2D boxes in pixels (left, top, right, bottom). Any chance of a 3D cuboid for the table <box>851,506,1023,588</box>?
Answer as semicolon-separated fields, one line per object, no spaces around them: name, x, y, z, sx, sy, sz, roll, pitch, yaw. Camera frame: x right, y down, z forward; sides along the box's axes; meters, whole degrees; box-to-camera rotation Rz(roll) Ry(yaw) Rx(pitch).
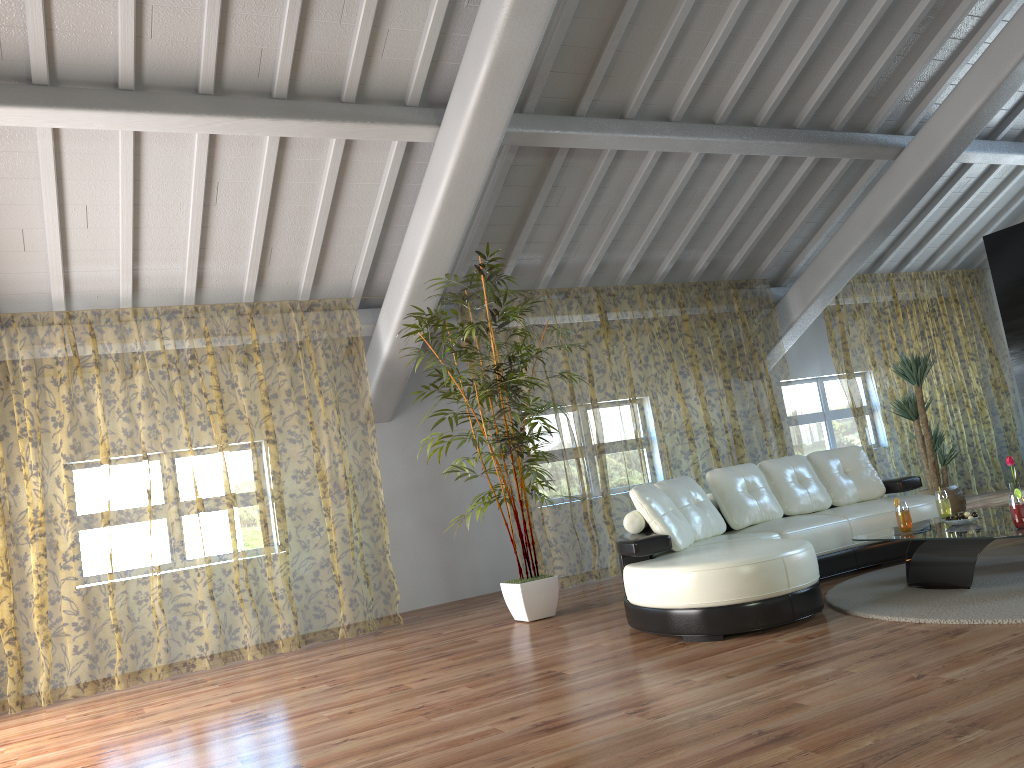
table;2.643;0.863;4.716;1.201;0.290;1.201;-6;-7;-24

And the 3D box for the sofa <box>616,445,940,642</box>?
sofa;1.674;0.893;5.673;1.359;0.805;3.047;-15;-9;41

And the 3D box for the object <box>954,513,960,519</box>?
object;2.412;0.719;4.809;0.030;0.034;0.030;-2;-10;-46

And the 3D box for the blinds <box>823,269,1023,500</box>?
blinds;4.581;0.010;9.741;2.780;2.546;0.306;-6;-8;-27

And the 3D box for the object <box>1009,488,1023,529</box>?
object;2.434;0.598;4.265;0.075;0.192;0.081;-14;-9;38

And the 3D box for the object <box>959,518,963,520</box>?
object;2.432;0.742;4.803;0.031;0.030;0.032;-5;-8;-29

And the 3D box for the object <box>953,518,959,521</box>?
object;2.402;0.741;4.790;0.032;0.031;0.031;-15;-9;39

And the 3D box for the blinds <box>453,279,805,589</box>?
blinds;1.248;0.346;8.013;3.505;2.546;0.306;-6;-8;-27

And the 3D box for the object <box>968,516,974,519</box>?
object;2.474;0.725;4.779;0.032;0.032;0.030;-6;-7;-24

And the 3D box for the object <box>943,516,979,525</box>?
object;2.446;0.746;4.825;0.178;0.031;0.178;-5;-8;-34

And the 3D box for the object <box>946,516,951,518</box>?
object;2.399;0.743;4.871;0.030;0.031;0.032;-7;-7;-19

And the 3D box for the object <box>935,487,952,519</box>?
object;2.529;0.696;5.209;0.081;0.192;0.075;-7;-7;-22

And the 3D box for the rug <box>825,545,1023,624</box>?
rug;2.817;0.975;4.573;2.307;0.020;2.313;-14;-8;33

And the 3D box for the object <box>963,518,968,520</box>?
object;2.464;0.738;4.805;0.032;0.030;0.032;-12;-7;22

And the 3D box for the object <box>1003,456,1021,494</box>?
object;2.674;0.548;4.734;0.069;0.323;0.060;-15;-9;39

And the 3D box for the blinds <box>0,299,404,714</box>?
blinds;-2.562;0.729;6.041;3.505;2.546;0.306;-6;-8;-27

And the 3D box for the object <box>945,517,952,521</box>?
object;2.385;0.743;4.843;0.032;0.031;0.031;-9;-7;1

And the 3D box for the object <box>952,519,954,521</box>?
object;2.407;0.749;4.822;0.031;0.030;0.032;-13;-8;25

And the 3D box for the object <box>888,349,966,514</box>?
object;3.811;0.469;8.205;0.564;1.586;0.588;-10;-7;6

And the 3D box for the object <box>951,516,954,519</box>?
object;2.428;0.743;4.881;0.031;0.030;0.032;-10;-7;7

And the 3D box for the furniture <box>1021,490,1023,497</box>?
furniture;3.719;0.747;5.373;0.596;0.367;1.134;-3;-9;-44

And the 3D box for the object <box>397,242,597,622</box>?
object;-0.020;0.352;6.044;1.399;2.473;1.177;-9;-7;-2

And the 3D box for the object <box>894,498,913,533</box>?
object;2.144;0.718;4.869;0.081;0.192;0.075;-10;-7;8

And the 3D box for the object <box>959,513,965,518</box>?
object;2.460;0.719;4.849;0.031;0.031;0.030;-6;-7;-24

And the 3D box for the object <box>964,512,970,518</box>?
object;2.471;0.710;4.817;0.032;0.032;0.029;-13;-8;27

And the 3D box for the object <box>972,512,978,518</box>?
object;2.497;0.707;4.785;0.030;0.033;0.030;-15;-9;42
